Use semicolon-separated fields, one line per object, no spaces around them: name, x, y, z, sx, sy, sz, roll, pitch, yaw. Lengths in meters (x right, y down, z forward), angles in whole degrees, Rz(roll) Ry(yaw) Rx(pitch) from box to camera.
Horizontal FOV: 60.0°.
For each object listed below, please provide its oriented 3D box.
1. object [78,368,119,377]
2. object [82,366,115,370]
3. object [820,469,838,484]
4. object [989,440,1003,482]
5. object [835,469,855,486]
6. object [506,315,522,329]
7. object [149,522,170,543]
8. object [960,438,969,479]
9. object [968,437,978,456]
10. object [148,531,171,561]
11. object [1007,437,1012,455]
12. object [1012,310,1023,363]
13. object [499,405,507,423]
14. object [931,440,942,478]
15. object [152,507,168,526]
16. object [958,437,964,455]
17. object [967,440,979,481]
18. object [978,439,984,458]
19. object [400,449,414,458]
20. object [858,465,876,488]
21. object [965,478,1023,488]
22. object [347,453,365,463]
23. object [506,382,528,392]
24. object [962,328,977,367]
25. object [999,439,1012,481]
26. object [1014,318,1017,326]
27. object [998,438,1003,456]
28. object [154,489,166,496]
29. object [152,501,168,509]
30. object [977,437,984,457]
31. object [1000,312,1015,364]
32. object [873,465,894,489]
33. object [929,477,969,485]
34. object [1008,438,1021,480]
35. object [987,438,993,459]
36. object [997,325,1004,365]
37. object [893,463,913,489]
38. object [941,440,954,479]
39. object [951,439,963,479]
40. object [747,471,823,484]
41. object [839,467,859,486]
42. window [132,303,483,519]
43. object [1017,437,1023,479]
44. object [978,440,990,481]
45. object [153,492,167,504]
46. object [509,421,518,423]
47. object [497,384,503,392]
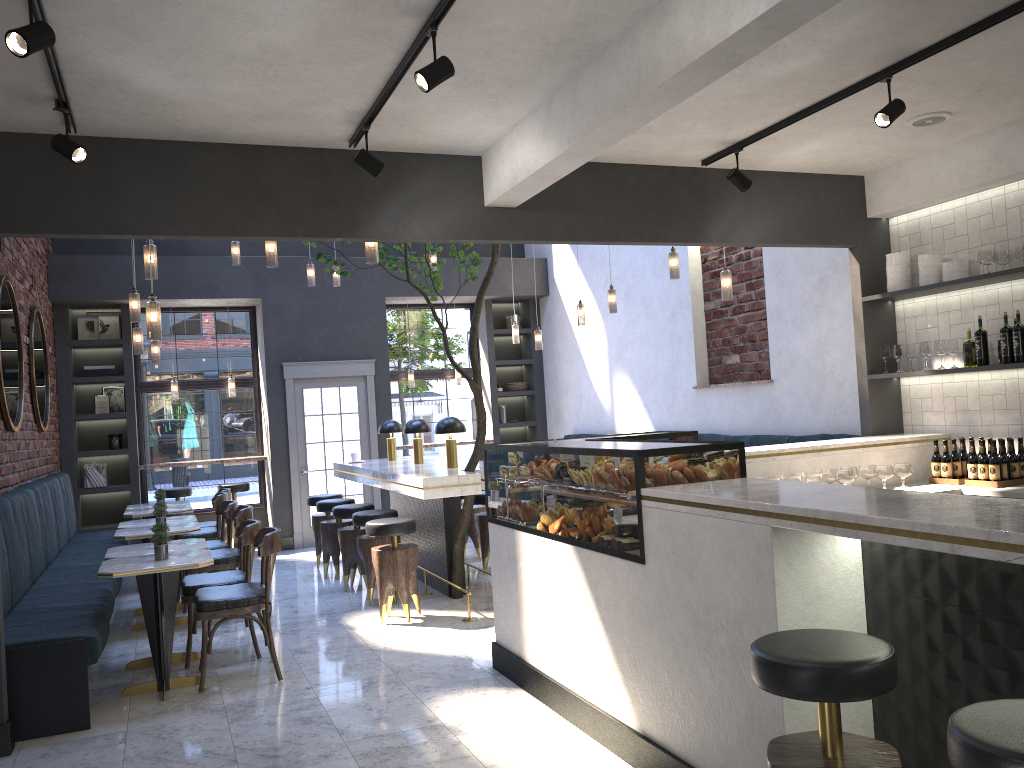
object;-4.808;-0.122;10.325;0.412;0.084;0.287;-3;-2;-22
object;-4.820;-0.183;10.335;0.327;0.039;0.227;-3;-2;-32
object;1.953;0.598;5.452;0.114;0.147;0.114;-3;-1;-17
object;2.893;0.476;5.309;0.070;0.279;0.069;-3;-1;-35
object;2.002;0.591;5.330;0.114;0.147;0.114;-3;-1;-17
object;0.026;-0.853;12.326;0.214;0.215;0.213;-3;-1;-12
object;-2.255;0.967;5.690;0.118;0.165;0.123;-2;-2;-44
object;2.903;0.487;5.691;0.070;0.279;0.069;-3;-1;-15
object;2.972;0.483;5.719;0.070;0.279;0.069;-2;-2;-45
object;-2.041;0.937;5.150;0.118;0.165;0.123;-2;-2;-44
object;3.074;0.469;5.463;0.070;0.279;0.069;-2;-2;-45
object;3.034;-0.283;5.302;0.072;0.319;0.072;-3;-1;-38
object;-0.120;0.414;12.122;0.098;0.248;0.098;-4;-1;18
object;2.736;0.498;5.705;0.069;0.279;0.070;-4;-1;30
object;-2.712;1.029;6.842;0.118;0.165;0.123;-2;-2;-44
object;2.944;0.487;5.788;0.070;0.279;0.069;-4;-1;10
object;2.837;0.484;5.449;0.069;0.279;0.070;-4;-1;30
object;2.908;0.480;5.477;0.070;0.279;0.069;-3;-1;-20
object;-1.068;0.737;9.433;0.176;0.097;0.301;-3;-2;-31
object;2.234;0.584;5.564;0.114;0.147;0.114;-3;-1;-17
object;2.976;0.596;5.418;0.307;0.038;0.231;-3;-2;-22
object;-1.618;0.763;9.179;0.176;0.098;0.204;-3;-2;-17
object;0.067;0.041;12.287;0.305;0.123;0.305;-4;-2;-1
object;3.084;-0.278;5.148;0.082;0.294;1.101;-3;-2;-21
object;2.963;0.473;5.338;0.070;0.279;0.069;-3;-1;-20
object;3.086;-0.264;5.418;0.065;0.280;0.065;-4;-1;22
object;3.004;0.473;5.435;0.070;0.279;0.069;-3;-1;-15
object;-3.581;1.148;9.035;0.118;0.165;0.123;-2;-2;-44
object;-2.926;1.058;7.382;0.118;0.165;0.123;-2;-2;-44
object;3.000;0.480;5.650;0.069;0.279;0.070;-4;-1;0
object;3.004;-0.279;5.380;0.072;0.319;0.072;-3;-1;-38
object;2.282;0.577;5.442;0.114;0.147;0.114;-3;-1;-17
object;2.875;0.610;5.674;0.307;0.038;0.231;-3;-2;-22
object;3.031;0.469;5.367;0.069;0.279;0.070;-4;-1;30
object;2.977;0.477;5.504;0.070;0.279;0.069;-2;-2;-45
object;3.049;-0.243;5.485;0.082;0.246;0.082;-4;-1;6
object;2.422;0.570;5.498;0.114;0.147;0.114;-3;-1;-17
object;2.764;0.494;5.636;0.070;0.279;0.069;-2;-2;-45
object;2.832;0.490;5.665;0.069;0.279;0.070;-4;-1;30
object;1.556;0.617;5.254;0.575;0.147;0.256;-3;-2;-22
object;2.094;0.591;5.508;0.114;0.147;0.114;-3;-1;-17
window;-0.321;-1.453;5.822;6.404;5.363;12.714;-3;-2;-22
object;3.102;0.466;5.394;0.069;0.279;0.070;-4;-1;0
object;2.865;0.480;5.380;0.070;0.279;0.069;-2;-2;-45
object;-3.367;1.118;8.494;0.118;0.165;0.123;-2;-2;-44
object;0.023;0.517;12.145;0.130;0.026;0.130;-2;-2;-39
object;-0.181;0.055;12.163;0.117;0.119;0.116;-5;-2;45
